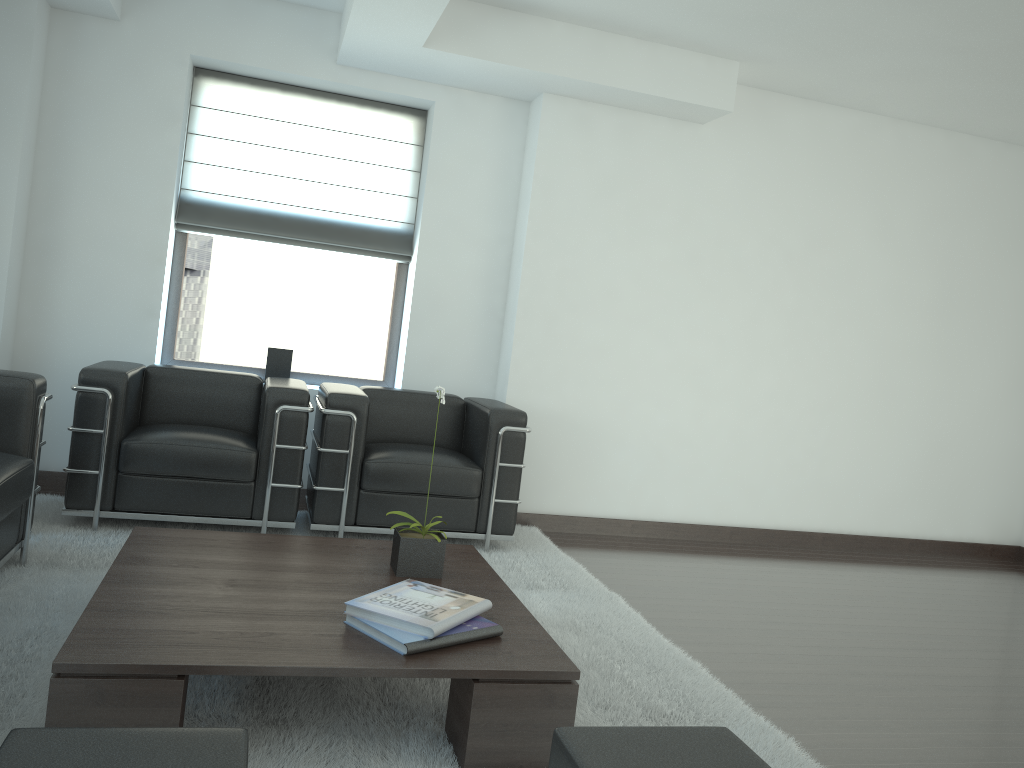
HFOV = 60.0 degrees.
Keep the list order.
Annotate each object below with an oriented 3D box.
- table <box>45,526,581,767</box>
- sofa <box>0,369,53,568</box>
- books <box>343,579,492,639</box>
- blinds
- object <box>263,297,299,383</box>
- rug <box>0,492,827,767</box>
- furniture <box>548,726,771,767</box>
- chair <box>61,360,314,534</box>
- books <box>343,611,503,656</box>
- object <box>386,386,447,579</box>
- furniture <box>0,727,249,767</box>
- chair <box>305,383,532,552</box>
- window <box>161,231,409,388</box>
[{"bbox_3d":[-0.927,1.181,4.204,1.919,0.441,1.940,6,3,-16],"label":"table"},{"bbox_3d":[-2.940,0.597,3.705,1.122,1.169,3.484,6,3,-16],"label":"sofa"},{"bbox_3d":[-0.399,0.973,3.868,0.447,0.045,0.518,8,3,25],"label":"books"},{"bbox_3d":[-1.897,-1.989,8.167,2.121,1.475,0.222,6,1,-16],"label":"blinds"},{"bbox_3d":[-2.095,-0.389,8.053,0.243,0.775,0.239,7,1,-16],"label":"object"},{"bbox_3d":[-1.448,1.296,4.436,5.163,0.110,6.265,6,3,-16],"label":"rug"},{"bbox_3d":[0.442,1.358,2.464,0.602,0.579,0.589,6,2,-16],"label":"furniture"},{"bbox_3d":[-2.424,0.494,6.779,1.644,1.170,1.125,6,2,-16],"label":"chair"},{"bbox_3d":[-0.376,1.026,3.783,0.517,0.045,0.447,4,4,-45],"label":"books"},{"bbox_3d":[-0.458,0.494,4.636,0.335,0.991,0.253,7,1,-16],"label":"object"},{"bbox_3d":[-0.957,1.208,2.069,0.602,0.579,0.589,6,2,-16],"label":"furniture"},{"bbox_3d":[-0.810,0.667,7.226,1.644,1.170,1.125,6,2,-16],"label":"chair"},{"bbox_3d":[-2.020,-1.381,8.343,2.130,2.730,0.146,6,1,-16],"label":"window"}]
